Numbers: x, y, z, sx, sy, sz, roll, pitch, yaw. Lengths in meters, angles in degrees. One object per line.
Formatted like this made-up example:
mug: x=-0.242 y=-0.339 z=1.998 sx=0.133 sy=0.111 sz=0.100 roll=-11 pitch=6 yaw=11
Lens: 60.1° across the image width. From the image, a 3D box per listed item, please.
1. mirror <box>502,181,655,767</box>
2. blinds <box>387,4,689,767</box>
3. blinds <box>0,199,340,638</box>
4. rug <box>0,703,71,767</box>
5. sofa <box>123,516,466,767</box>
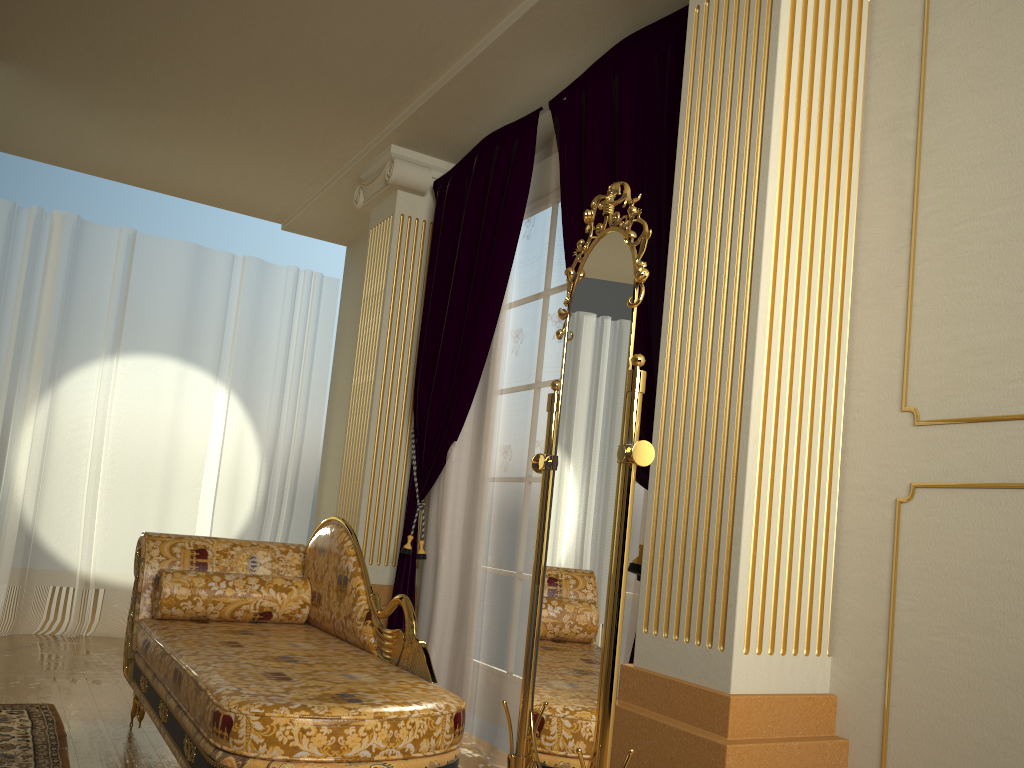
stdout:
mirror: x=0.145 y=0.370 z=1.960 sx=0.244 sy=1.687 sz=0.543 roll=8 pitch=-6 yaw=-19
blinds: x=0.089 y=0.144 z=3.500 sx=0.341 sy=2.633 sz=2.242 roll=9 pitch=-8 yaw=-28
blinds: x=-2.236 y=0.315 z=5.482 sx=2.176 sy=2.487 sz=0.164 roll=9 pitch=-7 yaw=-27
rug: x=-2.626 y=0.930 z=1.900 sx=3.094 sy=0.017 sz=2.125 roll=11 pitch=-11 yaw=-29
sofa: x=-0.795 y=0.848 z=2.882 sx=0.697 sy=0.864 sz=1.900 roll=10 pitch=-9 yaw=-29
